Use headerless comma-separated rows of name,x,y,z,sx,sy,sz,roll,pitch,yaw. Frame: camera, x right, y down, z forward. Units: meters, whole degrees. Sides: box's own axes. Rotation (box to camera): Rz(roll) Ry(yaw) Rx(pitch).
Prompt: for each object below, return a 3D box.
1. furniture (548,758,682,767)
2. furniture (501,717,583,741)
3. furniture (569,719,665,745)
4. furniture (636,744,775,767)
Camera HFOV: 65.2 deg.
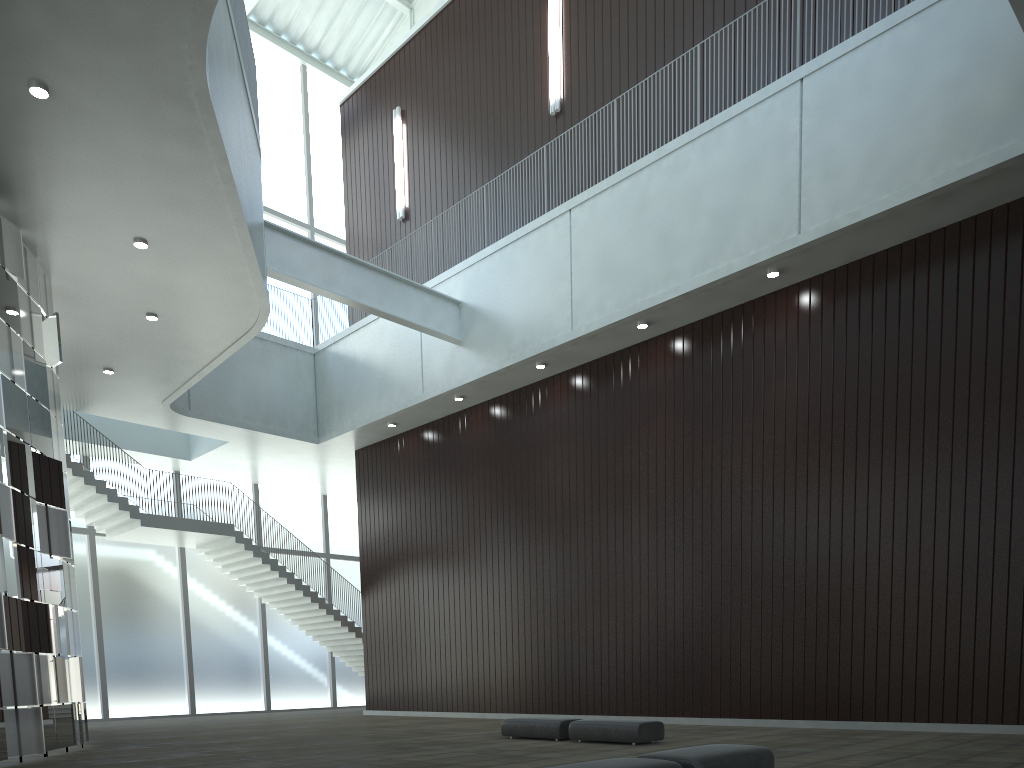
furniture,2.060,9.405,18.674,2.191,1.057,4.094,-15,-23,42
furniture,1.549,17.139,39.811,2.167,1.058,4.139,12,-23,-43
furniture,4.746,15.897,36.618,2.167,1.058,4.139,12,-23,-43
furniture,5.263,10.487,21.844,2.191,1.057,4.094,-15,-23,42
